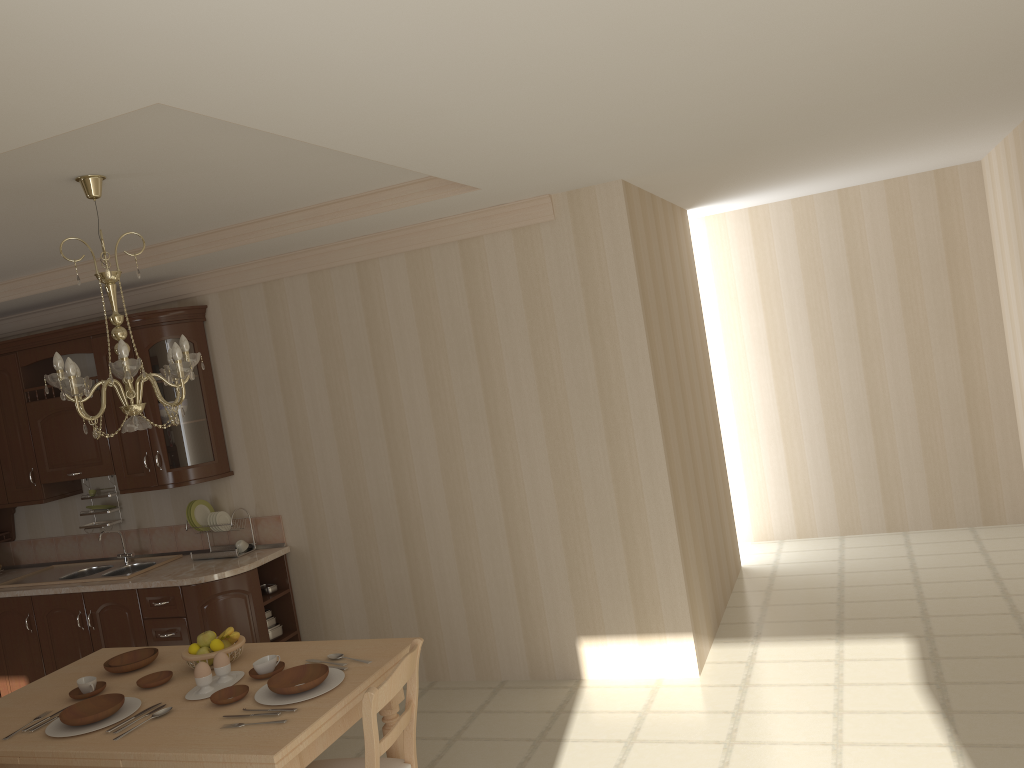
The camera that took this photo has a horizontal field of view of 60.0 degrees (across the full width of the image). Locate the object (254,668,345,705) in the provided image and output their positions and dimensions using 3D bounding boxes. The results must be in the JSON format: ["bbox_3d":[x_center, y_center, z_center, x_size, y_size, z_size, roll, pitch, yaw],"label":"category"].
[{"bbox_3d":[-0.710,1.014,2.973,0.299,0.009,0.299,-9,3,0],"label":"object"}]

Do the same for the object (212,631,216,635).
[{"bbox_3d":[-1.172,0.981,3.431,0.054,0.046,0.047,-11,3,-27],"label":"object"}]

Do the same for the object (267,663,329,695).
[{"bbox_3d":[-0.713,0.996,2.971,0.204,0.042,0.204,-10,3,-9],"label":"object"}]

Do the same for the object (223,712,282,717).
[{"bbox_3d":[-0.821,1.043,2.790,0.212,0.008,0.018,-9,3,16],"label":"object"}]

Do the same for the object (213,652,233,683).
[{"bbox_3d":[-1.037,1.009,3.173,0.058,0.104,0.058,-9,3,0],"label":"object"}]

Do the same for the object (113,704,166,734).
[{"bbox_3d":[-1.224,1.104,2.929,0.022,0.004,0.216,-8,3,27],"label":"object"}]

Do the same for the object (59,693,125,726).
[{"bbox_3d":[-1.418,1.111,3.002,0.204,0.042,0.204,-8,3,21],"label":"object"}]

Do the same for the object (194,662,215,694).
[{"bbox_3d":[-1.076,1.020,3.093,0.058,0.104,0.058,-9,3,0],"label":"object"}]

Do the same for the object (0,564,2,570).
[{"bbox_3d":[-3.402,1.192,5.808,0.097,0.106,0.117,-10,3,-23],"label":"object"}]

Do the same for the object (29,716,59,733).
[{"bbox_3d":[-1.571,1.153,3.068,0.022,0.008,0.218,-8,3,24],"label":"object"}]

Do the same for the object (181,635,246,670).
[{"bbox_3d":[-1.135,1.032,3.389,0.235,0.068,0.235,-10,3,-21],"label":"object"}]

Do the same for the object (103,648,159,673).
[{"bbox_3d":[-1.506,1.104,3.515,0.204,0.042,0.204,-11,3,-30],"label":"object"}]

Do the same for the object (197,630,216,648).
[{"bbox_3d":[-1.163,0.975,3.378,0.069,0.061,0.068,-7,3,38],"label":"object"}]

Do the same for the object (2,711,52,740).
[{"bbox_3d":[-1.663,1.171,3.046,0.028,0.004,0.218,-9,3,11],"label":"object"}]

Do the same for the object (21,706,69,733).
[{"bbox_3d":[-1.607,1.158,3.079,0.018,0.008,0.212,-8,3,21],"label":"object"}]

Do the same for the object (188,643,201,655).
[{"bbox_3d":[-1.204,1.009,3.366,0.045,0.047,0.055,-11,3,-36],"label":"object"}]

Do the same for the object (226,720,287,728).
[{"bbox_3d":[-0.792,1.043,2.721,0.218,0.004,0.028,-9,3,11],"label":"object"}]

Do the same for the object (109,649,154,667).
[{"bbox_3d":[-1.505,1.099,3.515,0.168,0.034,0.168,-8,3,32],"label":"object"}]

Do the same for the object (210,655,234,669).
[{"bbox_3d":[-1.130,1.063,3.390,0.128,0.011,0.128,-11,3,-28],"label":"object"}]

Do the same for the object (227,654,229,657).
[{"bbox_3d":[-1.092,1.031,3.341,0.055,0.046,0.046,-11,3,-36],"label":"object"}]

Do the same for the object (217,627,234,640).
[{"bbox_3d":[-1.101,0.973,3.407,0.066,0.085,0.184,-11,3,-31],"label":"object"}]

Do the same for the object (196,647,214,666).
[{"bbox_3d":[-1.153,1.026,3.336,0.072,0.076,0.074,-9,3,-4],"label":"object"}]

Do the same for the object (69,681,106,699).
[{"bbox_3d":[-1.558,1.132,3.261,0.126,0.026,0.127,-12,4,-42],"label":"object"}]

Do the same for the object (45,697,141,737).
[{"bbox_3d":[-1.414,1.129,3.003,0.299,0.009,0.299,-8,3,20],"label":"object"}]

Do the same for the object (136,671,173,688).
[{"bbox_3d":[-1.312,1.091,3.260,0.127,0.026,0.126,-10,3,-14],"label":"object"}]

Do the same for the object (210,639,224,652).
[{"bbox_3d":[-1.111,0.986,3.341,0.051,0.053,0.045,-9,3,10],"label":"object"}]

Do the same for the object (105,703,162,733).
[{"bbox_3d":[-1.255,1.106,2.946,0.023,0.008,0.221,-8,3,27],"label":"object"}]

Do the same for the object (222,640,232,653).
[{"bbox_3d":[-1.112,1.017,3.398,0.076,0.065,0.077,-9,3,-2],"label":"object"}]

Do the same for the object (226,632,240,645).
[{"bbox_3d":[-1.079,0.988,3.404,0.064,0.094,0.176,-11,3,-32],"label":"object"}]

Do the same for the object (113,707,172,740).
[{"bbox_3d":[-1.192,1.098,2.873,0.047,0.011,0.219,-8,3,30],"label":"object"}]

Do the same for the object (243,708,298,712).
[{"bbox_3d":[-0.772,1.034,2.814,0.218,0.008,0.022,-8,3,24],"label":"object"}]

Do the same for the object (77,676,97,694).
[{"bbox_3d":[-1.556,1.115,3.256,0.063,0.055,0.119,-12,3,-40],"label":"object"}]
